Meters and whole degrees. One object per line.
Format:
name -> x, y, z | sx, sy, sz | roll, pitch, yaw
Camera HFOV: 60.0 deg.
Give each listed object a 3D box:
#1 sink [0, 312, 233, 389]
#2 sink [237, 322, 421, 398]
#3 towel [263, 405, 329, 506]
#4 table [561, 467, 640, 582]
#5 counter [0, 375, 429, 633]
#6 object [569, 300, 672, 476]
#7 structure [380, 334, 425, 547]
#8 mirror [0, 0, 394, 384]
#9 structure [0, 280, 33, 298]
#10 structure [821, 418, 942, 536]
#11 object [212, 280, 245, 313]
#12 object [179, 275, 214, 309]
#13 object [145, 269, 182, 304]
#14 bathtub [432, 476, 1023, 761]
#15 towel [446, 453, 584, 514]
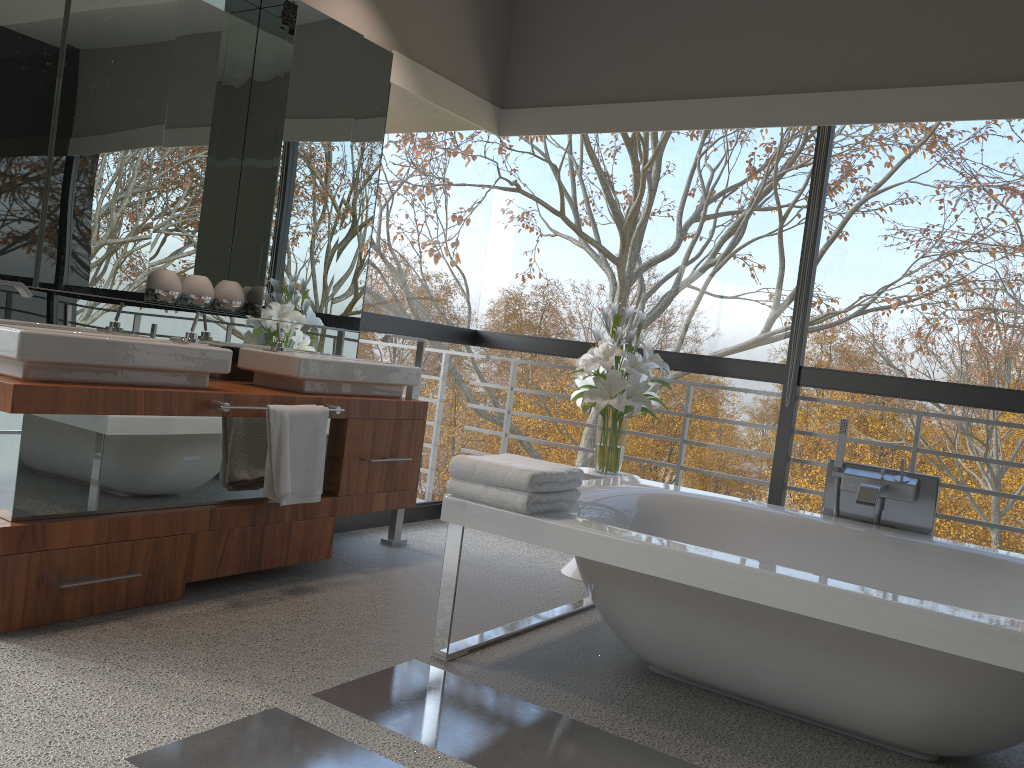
sink -> -1.331, -0.143, 2.910 | 0.352, 0.266, 0.750 | 8, 2, 33
sink -> -0.758, -0.097, 3.803 | 0.352, 0.266, 0.750 | 8, 2, 33
towel -> -0.788, 0.258, 3.239 | 0.079, 0.368, 0.302 | 8, 2, 33
table -> 0.408, 0.649, 4.094 | 0.308, 0.478, 0.307 | 8, 1, 17
counter -> -1.072, 0.366, 3.325 | 0.525, 0.704, 1.847 | 8, 2, 33
object -> 0.474, 0.015, 4.083 | 0.459, 0.796, 0.450 | 7, 1, -30
structure -> -0.553, 0.268, 4.139 | 0.069, 0.988, 0.303 | 8, 1, 33
mirror -> -1.237, -0.820, 3.533 | 0.253, 1.617, 1.789 | 8, 2, 33
structure -> -1.583, 0.185, 2.534 | 0.069, 0.988, 0.303 | 8, 1, 33
structure -> 1.311, 0.588, 3.277 | 0.402, 0.884, 0.330 | 8, 1, 33
object -> -1.180, -0.363, 3.690 | 0.136, 0.130, 0.136 | 7, 2, -15
object -> -1.265, -0.370, 3.557 | 0.136, 0.130, 0.136 | 7, 2, -15
object -> -1.347, -0.376, 3.429 | 0.136, 0.130, 0.136 | 7, 2, -15
bathtub -> 0.925, 0.741, 2.796 | 1.959, 0.504, 1.327 | 8, 2, 33
towel -> 0.013, 0.312, 2.772 | 0.322, 0.145, 0.305 | 8, 2, 36
